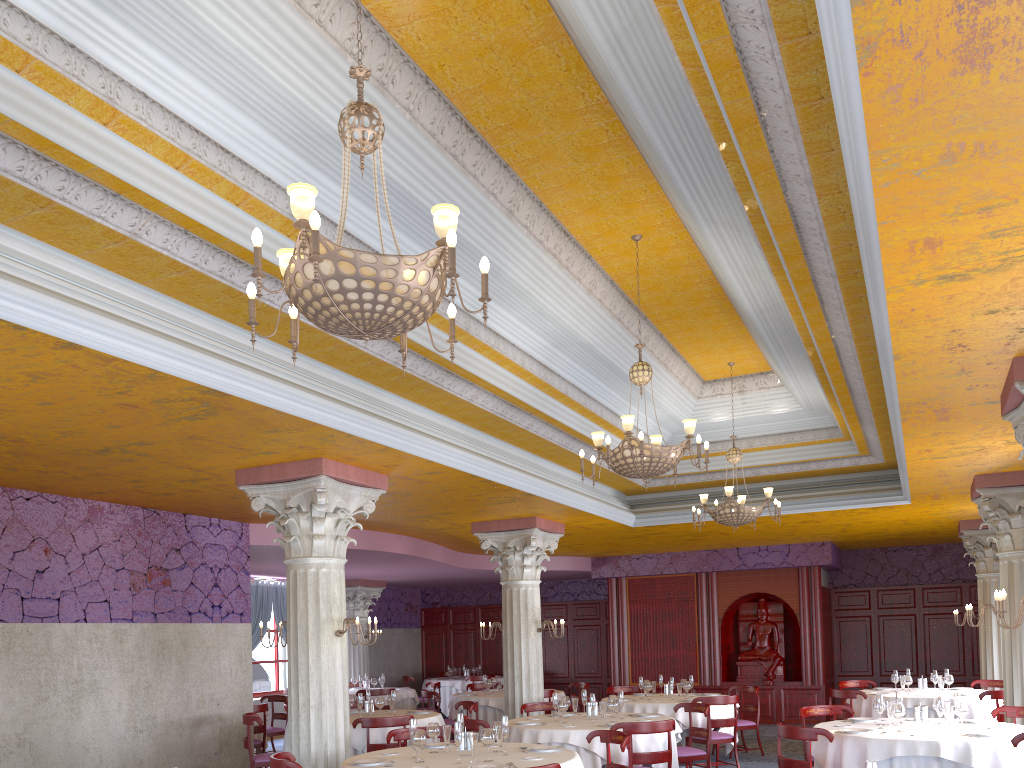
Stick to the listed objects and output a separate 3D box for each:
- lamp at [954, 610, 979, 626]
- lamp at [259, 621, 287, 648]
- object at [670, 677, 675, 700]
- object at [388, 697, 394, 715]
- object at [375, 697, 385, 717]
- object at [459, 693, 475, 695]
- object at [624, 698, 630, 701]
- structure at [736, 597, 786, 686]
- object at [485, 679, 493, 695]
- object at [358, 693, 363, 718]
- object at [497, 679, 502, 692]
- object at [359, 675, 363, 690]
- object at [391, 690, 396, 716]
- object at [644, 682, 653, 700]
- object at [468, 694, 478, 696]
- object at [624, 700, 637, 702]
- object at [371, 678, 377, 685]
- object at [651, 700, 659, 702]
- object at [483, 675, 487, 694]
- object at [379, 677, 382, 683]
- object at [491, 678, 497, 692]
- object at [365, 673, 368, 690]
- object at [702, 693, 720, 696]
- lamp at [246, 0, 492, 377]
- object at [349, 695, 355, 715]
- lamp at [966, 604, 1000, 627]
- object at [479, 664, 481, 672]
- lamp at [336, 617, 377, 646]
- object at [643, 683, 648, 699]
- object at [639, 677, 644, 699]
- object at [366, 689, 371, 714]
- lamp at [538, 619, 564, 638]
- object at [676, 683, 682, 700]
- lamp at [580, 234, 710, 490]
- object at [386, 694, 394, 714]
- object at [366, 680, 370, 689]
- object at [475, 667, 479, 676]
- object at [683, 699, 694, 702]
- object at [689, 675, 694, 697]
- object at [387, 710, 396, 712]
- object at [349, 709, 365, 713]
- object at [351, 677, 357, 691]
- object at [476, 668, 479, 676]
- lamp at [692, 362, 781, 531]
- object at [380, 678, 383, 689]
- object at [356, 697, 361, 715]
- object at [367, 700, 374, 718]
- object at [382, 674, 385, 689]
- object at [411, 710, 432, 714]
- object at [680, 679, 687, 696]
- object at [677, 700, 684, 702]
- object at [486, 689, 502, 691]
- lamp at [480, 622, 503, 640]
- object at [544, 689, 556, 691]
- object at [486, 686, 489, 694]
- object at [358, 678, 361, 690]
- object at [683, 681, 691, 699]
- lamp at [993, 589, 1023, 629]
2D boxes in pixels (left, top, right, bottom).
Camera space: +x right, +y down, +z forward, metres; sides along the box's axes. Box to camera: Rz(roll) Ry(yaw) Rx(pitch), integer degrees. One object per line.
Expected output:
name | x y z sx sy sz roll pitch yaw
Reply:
lamp | 4.132 1.550 5.174 2.107 3.515 29.982 -4 -16 25
lamp | -2.328 2.545 8.719 0.382 0.268 0.351 -4 -11 13
object | 2.350 4.468 12.566 0.074 0.330 0.075 0 -3 -28
object | -1.606 4.297 11.430 0.086 0.233 0.087 -2 -3 6
object | -1.693 4.155 10.985 0.124 0.260 0.123 -5 -6 39
object | -0.804 5.393 14.877 0.316 0.023 0.322 -9 -18 24
object | 1.617 4.680 12.691 0.316 0.023 0.322 -9 -18 24
structure | 5.139 5.355 17.841 0.971 1.816 0.648 -4 -4 26
object | -0.398 5.266 14.888 0.124 0.260 0.123 -5 -6 39
object | -1.928 4.105 10.913 0.074 0.330 0.075 0 -3 -28
object | -0.218 5.445 15.471 0.086 0.233 0.087 -2 -3 6
object | -2.911 5.788 16.538 0.074 0.330 0.074 -2 -2 17
object | -1.558 4.212 11.313 0.074 0.330 0.075 0 -3 -28
object | 2.024 4.553 12.701 0.123 0.260 0.124 -3 -5 17
object | -0.702 5.337 14.692 0.257 0.019 0.057 3 -15 -15
object | 1.719 4.624 12.505 0.257 0.019 0.057 3 -15 -15
object | -2.676 5.837 16.609 0.124 0.260 0.123 -5 -6 39
object | 2.062 4.575 12.351 0.160 0.009 0.163 -9 -18 24
object | -0.471 5.301 15.123 0.074 0.330 0.075 0 -3 -28
object | -2.612 6.000 17.170 0.123 0.260 0.124 -3 -5 17
object | -0.334 5.429 15.449 0.124 0.260 0.123 -5 -6 39
object | -2.940 6.015 17.307 0.074 0.330 0.074 -2 -2 17
object | 3.062 4.789 13.203 0.313 0.023 0.325 -3 -16 5
lamp | -0.651 -1.233 3.679 0.959 2.140 0.977 0 -4 -19
object | -2.190 4.353 11.610 0.124 0.260 0.123 -5 -6 39
lamp | 5.581 2.739 10.151 0.382 0.268 0.351 -4 -11 13
object | -0.786 7.061 21.075 0.074 0.330 0.074 -2 -2 17
lamp | -1.514 2.372 8.210 0.382 0.268 0.351 -4 -11 13
object | 2.002 4.600 12.816 0.086 0.233 0.087 -2 -3 6
object | 1.951 4.588 12.936 0.074 0.330 0.075 0 -3 -28
object | -1.957 4.332 11.682 0.074 0.330 0.075 0 -3 -28
lamp | 0.564 3.577 12.510 0.382 0.268 0.351 -4 -11 13
object | 2.470 4.528 12.615 0.086 0.233 0.087 1 -4 -39
lamp | 1.091 -0.223 7.283 0.959 2.140 0.977 0 -4 -19
object | -1.629 4.318 11.546 0.124 0.260 0.123 -5 -6 39
object | -2.791 5.847 16.587 0.086 0.233 0.086 -3 -4 28
object | -0.857 7.167 21.308 0.122 0.260 0.124 1 -5 -28
object | 2.595 4.515 12.224 0.316 0.023 0.322 -9 -18 24
object | 2.720 4.575 12.965 0.074 0.330 0.075 0 -3 -28
object | -1.687 4.562 11.942 0.159 0.009 0.165 -3 -16 5
object | -2.193 4.591 12.016 0.316 0.023 0.322 -9 -18 24
object | -3.173 6.035 17.234 0.122 0.260 0.124 1 -5 -28
object | -0.834 7.145 21.193 0.086 0.233 0.087 -2 -3 6
lamp | 2.805 0.770 10.828 0.959 2.140 0.977 0 -4 -19
object | -2.589 5.979 17.055 0.086 0.233 0.087 1 -4 -39
object | -2.074 4.369 11.631 0.086 0.233 0.087 -1 -3 -17
object | -1.808 4.165 10.962 0.086 0.233 0.087 1 -4 -39
object | -2.541 5.894 16.937 0.074 0.330 0.074 -2 -2 17
object | -1.215 4.426 11.550 0.316 0.023 0.322 -9 -18 24
object | 2.649 4.681 13.198 0.123 0.260 0.124 -3 -5 17
object | 2.415 4.514 12.184 0.027 0.013 0.241 3 -17 -18
object | -0.337 5.667 15.856 0.316 0.023 0.322 -9 -18 24
lamp | -0.270 3.738 12.977 0.382 0.268 0.351 -4 -11 13
object | 0.641 5.502 15.390 0.316 0.023 0.322 -9 -18 24
object | -0.419 5.313 15.003 0.086 0.233 0.087 -2 -3 6
object | -3.057 6.052 17.256 0.086 0.233 0.087 -2 -3 6
object | 2.585 4.518 12.637 0.123 0.260 0.124 -3 -5 17
lamp | 3.523 1.546 5.893 0.382 0.268 0.351 -4 -11 13
